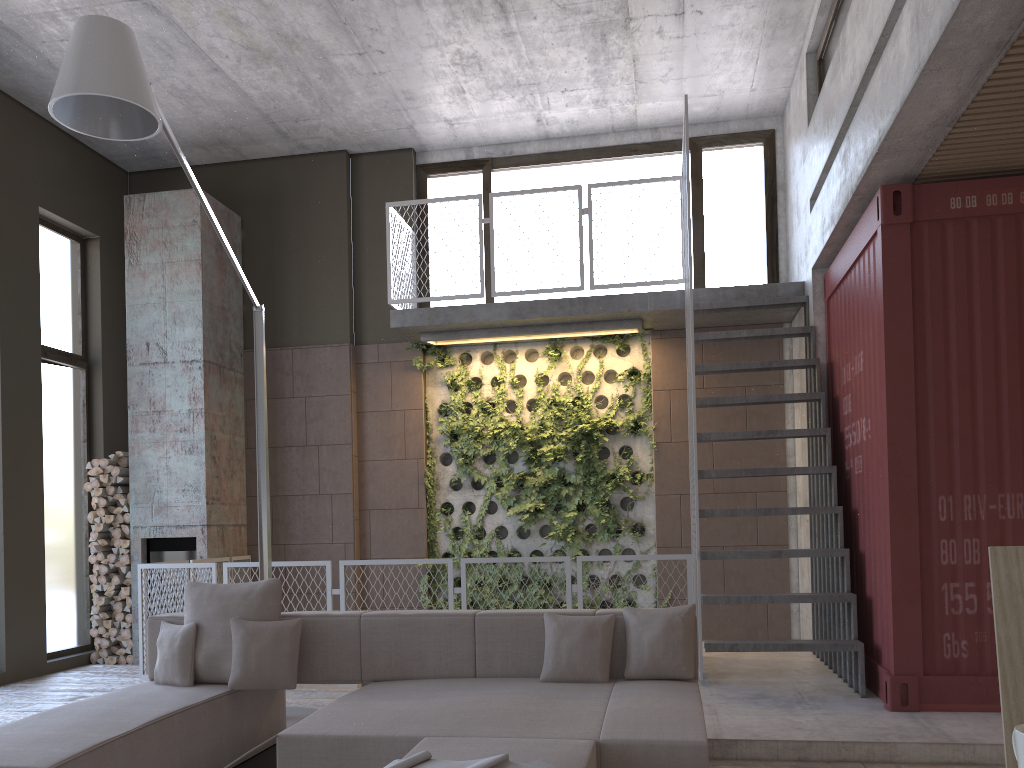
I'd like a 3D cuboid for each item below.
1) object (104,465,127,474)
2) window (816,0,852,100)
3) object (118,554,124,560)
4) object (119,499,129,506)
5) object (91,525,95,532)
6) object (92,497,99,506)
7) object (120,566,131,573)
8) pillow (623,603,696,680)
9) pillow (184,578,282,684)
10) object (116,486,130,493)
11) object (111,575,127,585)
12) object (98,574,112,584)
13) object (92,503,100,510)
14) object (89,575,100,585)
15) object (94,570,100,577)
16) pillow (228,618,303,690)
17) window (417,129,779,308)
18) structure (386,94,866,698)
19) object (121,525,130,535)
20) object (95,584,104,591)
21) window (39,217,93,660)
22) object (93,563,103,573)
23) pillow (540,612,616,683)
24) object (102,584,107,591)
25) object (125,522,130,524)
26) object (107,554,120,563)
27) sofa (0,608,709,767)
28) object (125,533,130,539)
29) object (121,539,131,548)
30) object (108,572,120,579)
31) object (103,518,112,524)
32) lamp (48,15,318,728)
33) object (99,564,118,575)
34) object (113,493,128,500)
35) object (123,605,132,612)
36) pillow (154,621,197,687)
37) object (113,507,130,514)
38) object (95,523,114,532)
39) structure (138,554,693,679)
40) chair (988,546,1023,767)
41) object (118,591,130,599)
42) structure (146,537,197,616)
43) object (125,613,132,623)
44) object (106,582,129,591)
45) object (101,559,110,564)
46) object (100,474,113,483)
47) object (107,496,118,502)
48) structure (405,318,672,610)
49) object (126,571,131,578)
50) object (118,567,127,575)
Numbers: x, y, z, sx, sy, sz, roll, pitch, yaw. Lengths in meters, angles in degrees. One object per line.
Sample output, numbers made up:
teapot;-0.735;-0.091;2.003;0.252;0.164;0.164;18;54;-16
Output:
object;-3.865;0.856;8.650;0.104;0.083;0.367;-2;-9;9
window;1.711;-3.014;2.907;0.113;0.600;8.533;-2;-9;10
object;-3.759;1.710;8.704;0.067;0.070;0.428;-2;-9;9
object;-3.744;1.184;8.689;0.067;0.084;0.430;-2;-9;7
object;-4.012;1.432;8.696;0.067;0.066;0.427;-2;-9;9
object;-4.041;1.170;8.722;0.101;0.102;0.296;-2;-8;11
object;-3.728;1.838;8.681;0.067;0.084;0.430;-2;-9;7
pillow;0.718;1.261;4.296;0.363;0.364;0.188;-3;-3;15
pillow;-1.502;1.313;4.656;0.564;0.554;0.222;-2;-2;12
object;-3.775;1.056;8.711;0.067;0.070;0.428;-2;-9;9
object;-3.776;1.925;8.672;0.091;0.088;0.460;-2;-9;11
object;-3.947;1.934;8.730;0.092;0.092;0.442;-2;-9;9
object;-4.037;1.204;8.635;0.045;0.072;0.254;-2;-9;9
object;-4.043;1.937;8.704;0.088;0.107;0.369;-2;-9;9
object;-4.021;1.859;8.628;0.045;0.072;0.254;-2;-9;9
pillow;-1.263;1.386;4.507;0.376;0.370;0.170;0;-2;-16
window;0.802;-1.473;8.777;3.569;1.741;0.110;-3;-1;10
structure;0.643;0.329;7.380;3.687;4.287;3.058;-2;-4;10
object;-3.706;1.440;8.647;0.088;0.107;0.369;-2;-9;9
object;-3.989;2.013;8.731;0.067;0.066;0.427;-2;-9;9
window;-5.048;-0.112;4.332;0.210;4.123;9.310;-1;-8;8
object;-4.025;1.824;8.715;0.101;0.102;0.296;-2;-8;11
pillow;0.328;1.315;4.344;0.371;0.356;0.188;-2;-3;10
object;-3.909;2.010;8.717;0.067;0.066;0.427;-2;-9;9
object;-3.688;1.327;8.658;0.101;0.102;0.296;-2;-8;11
object;-3.833;1.719;8.687;0.091;0.088;0.460;-2;-9;8
sofa;-0.758;1.413;3.444;3.000;0.779;3.045;-3;-9;10
object;-3.714;1.499;8.718;0.101;0.086;0.367;-2;-9;9
object;-3.683;1.577;8.677;0.093;0.083;0.485;-2;-9;9
object;-3.866;1.918;8.743;0.101;0.086;0.367;-2;-9;9
object;-3.870;1.345;8.694;0.115;0.078;0.440;-2;-9;9
lamp;-1.598;0.355;4.850;0.756;3.399;2.651;-1;-4;-2
object;-3.940;1.822;8.654;0.098;0.106;0.297;-2;-8;11
object;-3.782;1.118;8.684;0.122;0.067;0.367;-3;-9;11
object;-3.688;2.203;8.679;0.071;0.072;0.427;-2;-9;9
pillow;-1.794;1.451;4.675;0.371;0.374;0.151;-6;-4;43
object;-3.783;1.269;8.722;0.115;0.078;0.440;-2;-9;9
object;-3.938;1.418;8.681;0.093;0.083;0.485;-2;-9;9
structure;-0.693;1.967;7.691;4.431;0.927;1.948;-3;-8;10
chair;0.965;0.823;1.197;0.349;1.186;0.726;-2;-3;13
object;-3.727;2.067;8.701;0.091;0.088;0.460;-2;-9;9
structure;-3.248;1.945;8.477;0.576;0.922;0.056;-2;-1;10
object;-3.657;2.298;8.683;0.092;0.091;0.442;-2;-9;9
object;-3.835;1.996;8.701;0.093;0.083;0.485;-2;-9;9
object;-3.931;1.751;8.684;0.089;0.056;0.336;-2;-9;9
object;-3.894;0.950;8.690;0.094;0.082;0.485;-2;-9;9
object;-3.882;1.137;8.706;0.064;0.073;0.363;-2;-9;8
structure;0.273;1.101;8.578;2.630;3.797;1.008;-2;-1;10
object;-3.673;1.866;8.671;0.067;0.084;0.430;-2;-9;7
object;-3.804;1.863;8.766;0.104;0.101;0.295;-2;-8;9
